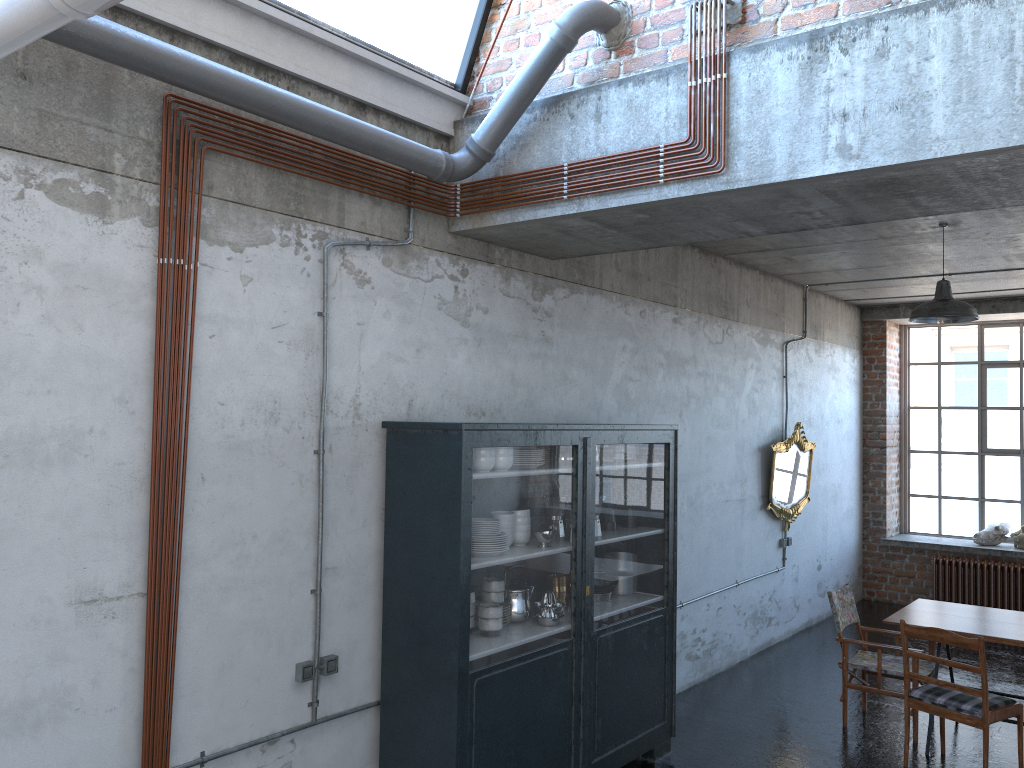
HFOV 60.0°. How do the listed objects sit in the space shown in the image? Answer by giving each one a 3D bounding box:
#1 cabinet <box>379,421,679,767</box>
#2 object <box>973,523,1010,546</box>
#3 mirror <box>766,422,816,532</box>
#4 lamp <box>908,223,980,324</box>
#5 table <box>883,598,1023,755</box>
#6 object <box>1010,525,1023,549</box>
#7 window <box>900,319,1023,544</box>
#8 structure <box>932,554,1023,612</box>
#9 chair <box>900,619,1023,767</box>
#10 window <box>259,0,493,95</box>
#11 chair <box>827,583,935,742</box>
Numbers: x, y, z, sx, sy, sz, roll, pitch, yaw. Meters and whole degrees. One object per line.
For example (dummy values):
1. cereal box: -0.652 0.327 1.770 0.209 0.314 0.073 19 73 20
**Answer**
1. cabinet: 0.227 1.393 5.519 0.572 2.297 2.386 -1 -3 38
2. object: 6.028 1.887 11.144 0.575 0.281 0.281 2 -2 -26
3. mirror: 3.023 0.998 9.524 0.172 1.182 1.339 -1 -3 38
4. lamp: 3.371 -0.941 6.929 0.502 0.891 0.502 -1 -3 42
5. table: 4.252 2.188 5.923 3.112 0.917 1.067 -1 -3 38
6. object: 6.346 1.868 10.821 0.418 0.305 0.625 1 -2 11
7. window: 11.431 2.199 7.900 19.864 12.900 0.747 -1 -3 38
8. structure: 7.378 2.471 9.535 5.349 0.713 0.232 -1 -3 38
9. chair: 3.011 2.126 5.945 0.509 1.028 0.573 2 -3 -33
10. window: -2.382 -3.074 1.967 0.994 2.404 8.048 -1 -3 38
11. chair: 2.895 2.148 6.922 0.713 1.031 0.574 -1 -3 38
